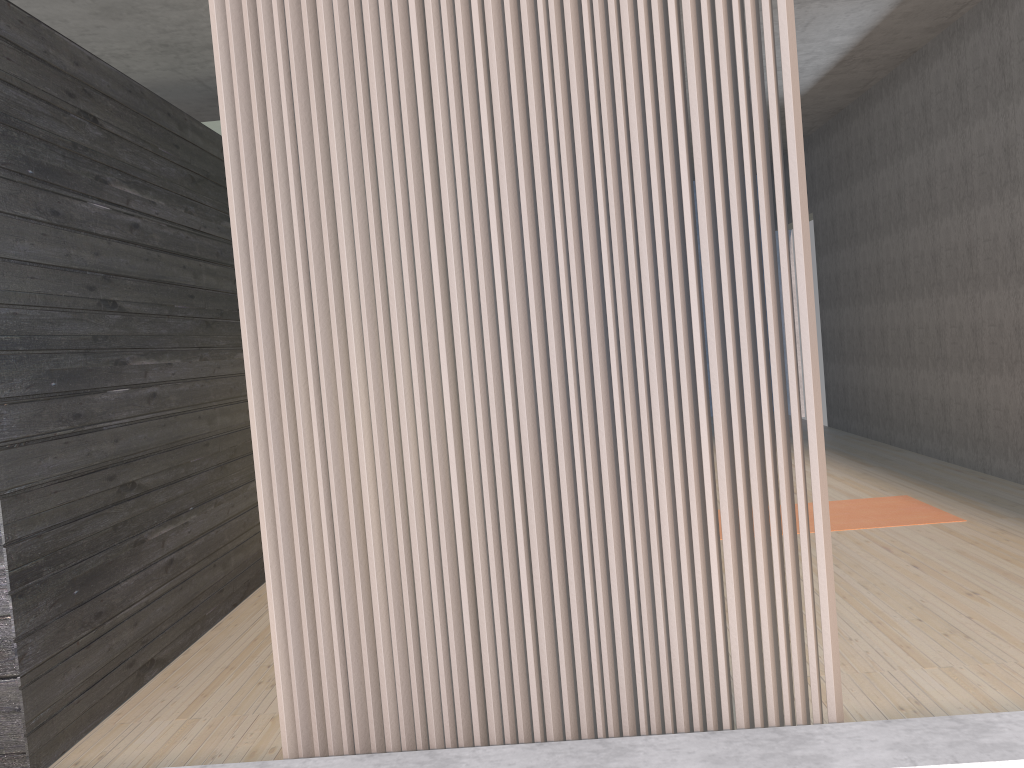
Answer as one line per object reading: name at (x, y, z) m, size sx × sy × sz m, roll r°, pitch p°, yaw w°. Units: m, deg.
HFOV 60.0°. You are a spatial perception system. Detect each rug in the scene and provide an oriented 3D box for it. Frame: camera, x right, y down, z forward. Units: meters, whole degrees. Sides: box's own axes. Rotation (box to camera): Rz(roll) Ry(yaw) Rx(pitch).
rug at (0.840, 0.764, 4.727) m, size 2.779 × 0.002 × 0.716 m, roll -5°, pitch 3°, yaw 2°

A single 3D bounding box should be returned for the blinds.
blinds at (0.007, -0.411, 1.732) m, size 1.133 × 2.744 × 0.069 m, roll -5°, pitch 3°, yaw 2°
